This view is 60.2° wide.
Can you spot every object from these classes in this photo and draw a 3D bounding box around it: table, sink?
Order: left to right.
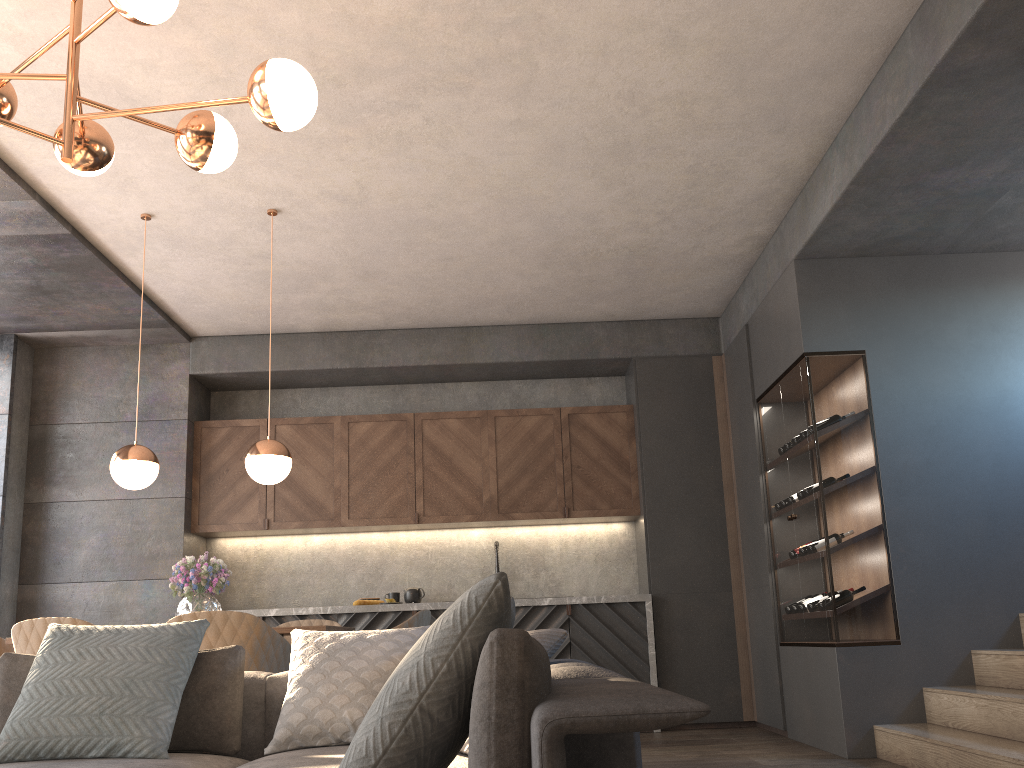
[{"bbox_3d":[-1.571,1.615,4.353,1.466,0.755,0.784,-2,-14,0],"label":"table"},{"bbox_3d":[-0.038,1.445,6.669,0.962,0.537,0.470,-2,-13,0],"label":"sink"}]

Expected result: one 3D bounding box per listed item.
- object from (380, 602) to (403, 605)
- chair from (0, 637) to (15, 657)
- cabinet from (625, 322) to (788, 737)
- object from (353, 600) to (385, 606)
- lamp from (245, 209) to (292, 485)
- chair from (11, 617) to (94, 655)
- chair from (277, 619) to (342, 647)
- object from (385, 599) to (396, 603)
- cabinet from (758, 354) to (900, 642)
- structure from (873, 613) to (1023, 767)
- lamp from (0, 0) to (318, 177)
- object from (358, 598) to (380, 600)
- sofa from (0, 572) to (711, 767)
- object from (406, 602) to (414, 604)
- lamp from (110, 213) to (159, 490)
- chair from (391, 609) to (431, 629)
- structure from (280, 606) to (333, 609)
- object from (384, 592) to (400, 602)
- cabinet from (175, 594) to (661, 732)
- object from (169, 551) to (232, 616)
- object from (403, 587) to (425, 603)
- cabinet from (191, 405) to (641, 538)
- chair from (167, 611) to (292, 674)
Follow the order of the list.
[{"bbox_3d":[-0.891,1.625,6.513,0.171,0.020,0.173,-10,-18,24],"label":"object"},{"bbox_3d":[-2.489,1.618,4.355,0.510,0.821,0.566,-3,-13,4],"label":"chair"},{"bbox_3d":[1.571,1.066,6.390,1.187,2.704,1.225,-2,-12,0],"label":"cabinet"},{"bbox_3d":[-1.053,1.625,6.541,0.071,0.053,0.304,-14,-20,39],"label":"object"},{"bbox_3d":[-1.300,-0.217,4.754,0.239,1.516,0.243,3,-13,-24],"label":"lamp"},{"bbox_3d":[-1.853,1.432,3.799,0.555,0.821,0.519,-4,-13,9],"label":"chair"},{"bbox_3d":[-1.185,1.729,4.915,0.555,0.821,0.520,-2,-13,-1],"label":"chair"},{"bbox_3d":[-0.891,1.607,6.517,0.120,0.044,0.118,-4,-16,4],"label":"object"},{"bbox_3d":[1.855,0.739,5.312,0.337,1.555,1.018,-2,-13,-1],"label":"cabinet"},{"bbox_3d":[2.983,0.987,3.963,2.259,1.397,1.537,-2,-14,0],"label":"structure"},{"bbox_3d":[-1.400,-1.081,2.647,1.466,1.019,1.033,4,-15,-24],"label":"lamp"},{"bbox_3d":[-1.081,1.655,6.688,0.157,0.067,0.119,2,-16,-15],"label":"object"},{"bbox_3d":[-0.668,0.816,1.749,2.023,0.769,2.972,-2,-16,-1],"label":"sofa"},{"bbox_3d":[-0.946,1.638,6.553,0.490,0.039,0.290,-1,-16,-5],"label":"object"},{"bbox_3d":[-2.000,-0.191,4.749,0.239,1.516,0.243,-3,-12,5],"label":"lamp"},{"bbox_3d":[-0.655,1.541,4.340,0.510,0.821,0.566,-3,-13,4],"label":"chair"},{"bbox_3d":[-1.530,1.689,6.596,0.610,0.017,0.515,-2,-16,0],"label":"structure"},{"bbox_3d":[-0.900,1.632,6.686,0.091,0.102,0.113,-11,-16,31],"label":"object"},{"bbox_3d":[-0.681,2.105,6.496,3.391,0.933,0.612,-2,-13,0],"label":"cabinet"},{"bbox_3d":[-1.583,1.056,4.497,0.299,0.401,0.334,5,-15,-29],"label":"object"},{"bbox_3d":[-0.747,1.609,6.688,0.136,0.135,0.155,5,-16,-27],"label":"object"},{"bbox_3d":[-0.739,0.687,6.903,3.391,0.850,0.376,-2,-12,0],"label":"cabinet"},{"bbox_3d":[-1.242,1.410,3.806,0.555,0.821,0.520,-1,-13,-6],"label":"chair"}]
